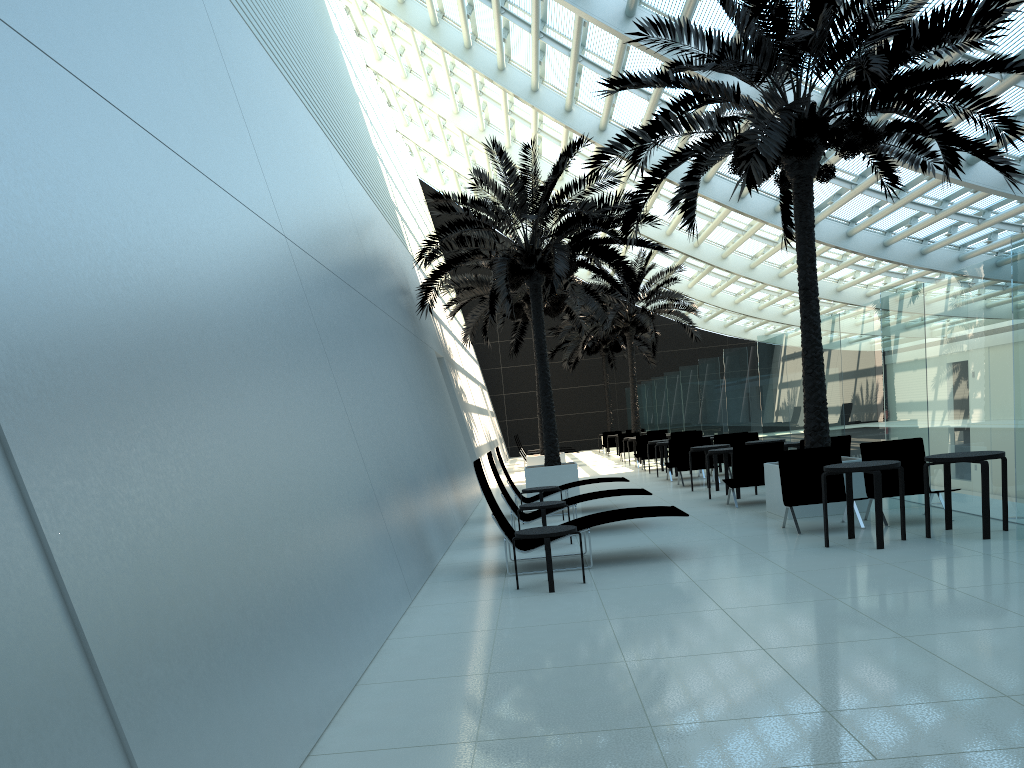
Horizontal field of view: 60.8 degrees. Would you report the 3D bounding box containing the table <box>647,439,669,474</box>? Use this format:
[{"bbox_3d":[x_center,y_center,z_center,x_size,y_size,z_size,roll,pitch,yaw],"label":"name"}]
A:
[{"bbox_3d":[3.670,1.751,21.096,0.682,0.790,0.669,-3,4,40],"label":"table"}]

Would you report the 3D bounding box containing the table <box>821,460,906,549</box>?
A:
[{"bbox_3d":[3.379,1.157,8.388,0.670,0.790,0.681,-8,4,-41],"label":"table"}]

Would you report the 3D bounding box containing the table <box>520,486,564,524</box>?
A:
[{"bbox_3d":[0.443,1.799,12.938,0.556,0.523,0.546,-4,3,44],"label":"table"}]

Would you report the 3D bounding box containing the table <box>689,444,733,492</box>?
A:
[{"bbox_3d":[3.541,1.488,15.467,0.682,0.790,0.669,-3,4,40],"label":"table"}]

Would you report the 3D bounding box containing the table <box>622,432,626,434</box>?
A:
[{"bbox_3d":[4.979,2.377,36.476,0.670,0.790,0.681,-8,4,-41],"label":"table"}]

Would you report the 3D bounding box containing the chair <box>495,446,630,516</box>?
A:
[{"bbox_3d":[0.819,1.487,14.041,2.038,1.172,0.911,-6,4,2],"label":"chair"}]

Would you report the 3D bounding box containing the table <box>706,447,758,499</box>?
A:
[{"bbox_3d":[3.495,1.414,13.854,0.682,0.790,0.669,-2,4,44],"label":"table"}]

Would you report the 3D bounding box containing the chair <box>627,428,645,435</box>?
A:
[{"bbox_3d":[4.887,2.188,33.602,0.716,0.898,0.878,-5,3,1],"label":"chair"}]

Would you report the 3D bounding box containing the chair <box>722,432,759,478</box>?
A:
[{"bbox_3d":[4.500,1.398,16.713,0.716,0.898,0.878,-5,3,1],"label":"chair"}]

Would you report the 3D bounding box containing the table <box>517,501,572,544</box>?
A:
[{"bbox_3d":[0.384,1.679,10.372,0.556,0.523,0.546,-4,3,44],"label":"table"}]

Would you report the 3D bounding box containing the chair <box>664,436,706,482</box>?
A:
[{"bbox_3d":[3.626,1.569,18.452,0.716,0.898,0.878,-5,3,1],"label":"chair"}]

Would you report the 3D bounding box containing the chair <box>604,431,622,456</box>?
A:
[{"bbox_3d":[3.959,2.281,33.635,0.716,0.898,0.878,-5,3,1],"label":"chair"}]

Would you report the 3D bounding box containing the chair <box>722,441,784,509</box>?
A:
[{"bbox_3d":[3.493,1.299,12.672,0.716,0.898,0.878,-5,3,1],"label":"chair"}]

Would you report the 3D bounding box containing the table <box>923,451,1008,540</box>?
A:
[{"bbox_3d":[4.344,1.061,8.353,0.670,0.790,0.681,-8,4,-41],"label":"table"}]

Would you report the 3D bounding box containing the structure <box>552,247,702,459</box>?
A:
[{"bbox_3d":[4.015,-0.991,29.722,4.815,7.105,4.392,-6,5,-5],"label":"structure"}]

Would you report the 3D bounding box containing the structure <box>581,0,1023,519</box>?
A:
[{"bbox_3d":[3.583,-1.884,10.624,4.842,7.105,4.368,-4,5,20],"label":"structure"}]

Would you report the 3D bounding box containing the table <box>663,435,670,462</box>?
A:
[{"bbox_3d":[4.721,1.851,25.228,0.682,0.790,0.669,-2,4,44],"label":"table"}]

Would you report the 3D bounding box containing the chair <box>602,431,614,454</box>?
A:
[{"bbox_3d":[4.012,2.359,35.328,0.716,0.898,0.878,-5,3,1],"label":"chair"}]

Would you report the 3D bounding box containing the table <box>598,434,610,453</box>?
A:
[{"bbox_3d":[4.014,2.473,36.511,0.670,0.790,0.681,-8,4,-41],"label":"table"}]

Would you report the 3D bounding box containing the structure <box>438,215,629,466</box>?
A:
[{"bbox_3d":[0.509,-0.940,22.444,4.305,6.977,4.555,-2,6,35],"label":"structure"}]

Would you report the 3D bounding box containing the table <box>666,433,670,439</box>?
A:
[{"bbox_3d":[4.763,1.916,26.656,0.682,0.790,0.669,-3,4,40],"label":"table"}]

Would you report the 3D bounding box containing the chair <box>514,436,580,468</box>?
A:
[{"bbox_3d":[1.143,2.150,28.202,2.038,1.172,0.911,-6,4,2],"label":"chair"}]

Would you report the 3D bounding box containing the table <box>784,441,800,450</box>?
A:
[{"bbox_3d":[4.460,1.317,13.819,0.682,0.790,0.669,-2,4,44],"label":"table"}]

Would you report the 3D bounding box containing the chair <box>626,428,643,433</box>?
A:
[{"bbox_3d":[4.940,2.266,35.295,0.716,0.898,0.878,-5,3,1],"label":"chair"}]

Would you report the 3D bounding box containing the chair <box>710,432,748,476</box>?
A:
[{"bbox_3d":[4.553,1.476,18.418,0.716,0.898,0.878,-5,3,1],"label":"chair"}]

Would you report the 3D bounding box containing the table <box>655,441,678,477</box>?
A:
[{"bbox_3d":[3.628,1.684,19.634,0.682,0.790,0.669,-2,4,44],"label":"table"}]

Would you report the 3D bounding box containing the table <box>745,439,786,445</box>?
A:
[{"bbox_3d":[4.506,1.392,15.432,0.682,0.790,0.669,-3,4,40],"label":"table"}]

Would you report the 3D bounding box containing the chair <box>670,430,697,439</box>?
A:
[{"bbox_3d":[4.682,1.740,24.047,0.716,0.898,0.878,-5,3,1],"label":"chair"}]

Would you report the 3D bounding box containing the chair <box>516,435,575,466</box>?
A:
[{"bbox_3d":[1.202,2.270,30.768,2.038,1.172,0.911,-6,4,2],"label":"chair"}]

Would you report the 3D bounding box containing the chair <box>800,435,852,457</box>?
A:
[{"bbox_3d":[4.421,1.206,12.638,0.716,0.898,0.878,-5,3,1],"label":"chair"}]

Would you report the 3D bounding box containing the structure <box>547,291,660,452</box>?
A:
[{"bbox_3d":[4.228,-0.613,37.846,4.425,7.103,4.783,-7,5,-20],"label":"structure"}]

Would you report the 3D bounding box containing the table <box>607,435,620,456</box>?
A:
[{"bbox_3d":[3.928,2.277,32.344,0.682,0.790,0.669,-3,4,40],"label":"table"}]

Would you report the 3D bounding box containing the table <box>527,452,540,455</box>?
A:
[{"bbox_3d":[0.826,2.581,29.665,0.556,0.523,0.546,-4,3,44],"label":"table"}]

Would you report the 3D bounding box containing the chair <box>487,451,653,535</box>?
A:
[{"bbox_3d":[0.760,1.367,11.475,2.038,1.172,0.911,-6,4,2],"label":"chair"}]

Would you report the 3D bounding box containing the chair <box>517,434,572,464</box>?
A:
[{"bbox_3d":[1.263,2.393,33.414,2.038,1.172,0.911,-6,4,2],"label":"chair"}]

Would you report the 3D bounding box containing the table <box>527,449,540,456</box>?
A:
[{"bbox_3d":[0.887,2.705,32.311,0.556,0.523,0.546,-4,3,44],"label":"table"}]

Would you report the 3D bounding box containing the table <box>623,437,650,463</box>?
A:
[{"bbox_3d":[3.798,2.013,26.690,0.682,0.790,0.669,-3,4,40],"label":"table"}]

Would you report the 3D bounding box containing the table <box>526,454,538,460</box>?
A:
[{"bbox_3d":[0.767,2.461,27.099,0.556,0.523,0.545,-4,3,40],"label":"table"}]

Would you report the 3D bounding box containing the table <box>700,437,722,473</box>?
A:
[{"bbox_3d":[4.593,1.587,19.599,0.682,0.790,0.669,-2,4,44],"label":"table"}]

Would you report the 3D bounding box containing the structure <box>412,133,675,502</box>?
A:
[{"bbox_3d":[0.579,-1.210,16.454,4.609,6.916,4.254,-7,5,-20],"label":"structure"}]

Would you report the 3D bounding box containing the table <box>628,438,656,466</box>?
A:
[{"bbox_3d":[3.757,1.947,25.263,0.682,0.790,0.669,-2,4,44],"label":"table"}]

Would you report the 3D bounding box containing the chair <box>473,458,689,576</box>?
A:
[{"bbox_3d":[0.701,1.247,8.909,2.038,1.172,0.911,-6,4,2],"label":"chair"}]

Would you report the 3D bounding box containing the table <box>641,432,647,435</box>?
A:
[{"bbox_3d":[4.893,2.181,32.309,0.682,0.790,0.669,-3,4,40],"label":"table"}]

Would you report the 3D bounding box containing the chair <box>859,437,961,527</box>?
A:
[{"bbox_3d":[4.335,1.062,9.521,0.716,0.898,0.878,-5,3,1],"label":"chair"}]

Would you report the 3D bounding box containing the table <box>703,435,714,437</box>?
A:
[{"bbox_3d":[4.635,1.655,21.061,0.682,0.790,0.669,-3,4,40],"label":"table"}]

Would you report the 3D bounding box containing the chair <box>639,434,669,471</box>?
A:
[{"bbox_3d":[3.701,1.755,22.388,0.716,0.898,0.878,-5,3,1],"label":"chair"}]

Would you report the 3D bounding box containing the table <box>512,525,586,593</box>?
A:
[{"bbox_3d":[0.326,1.559,7.806,0.556,0.523,0.546,-4,3,44],"label":"table"}]

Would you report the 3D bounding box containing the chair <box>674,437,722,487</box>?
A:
[{"bbox_3d":[3.572,1.491,16.746,0.716,0.898,0.878,-5,3,1],"label":"chair"}]

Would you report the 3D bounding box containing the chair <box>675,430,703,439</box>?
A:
[{"bbox_3d":[4.629,1.662,22.355,0.716,0.898,0.878,-5,3,1],"label":"chair"}]

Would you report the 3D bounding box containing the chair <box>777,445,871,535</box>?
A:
[{"bbox_3d":[3.407,1.155,9.554,0.716,0.898,0.878,-5,3,1],"label":"chair"}]

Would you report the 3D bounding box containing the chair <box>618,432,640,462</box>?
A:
[{"bbox_3d":[3.829,2.015,27.957,0.716,0.898,0.878,-5,3,1],"label":"chair"}]

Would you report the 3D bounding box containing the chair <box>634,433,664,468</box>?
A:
[{"bbox_3d":[3.754,1.833,24.081,0.716,0.898,0.878,-5,3,1],"label":"chair"}]

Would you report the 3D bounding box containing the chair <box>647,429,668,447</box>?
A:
[{"bbox_3d":[4.757,1.922,27.924,0.716,0.898,0.878,-5,3,1],"label":"chair"}]
